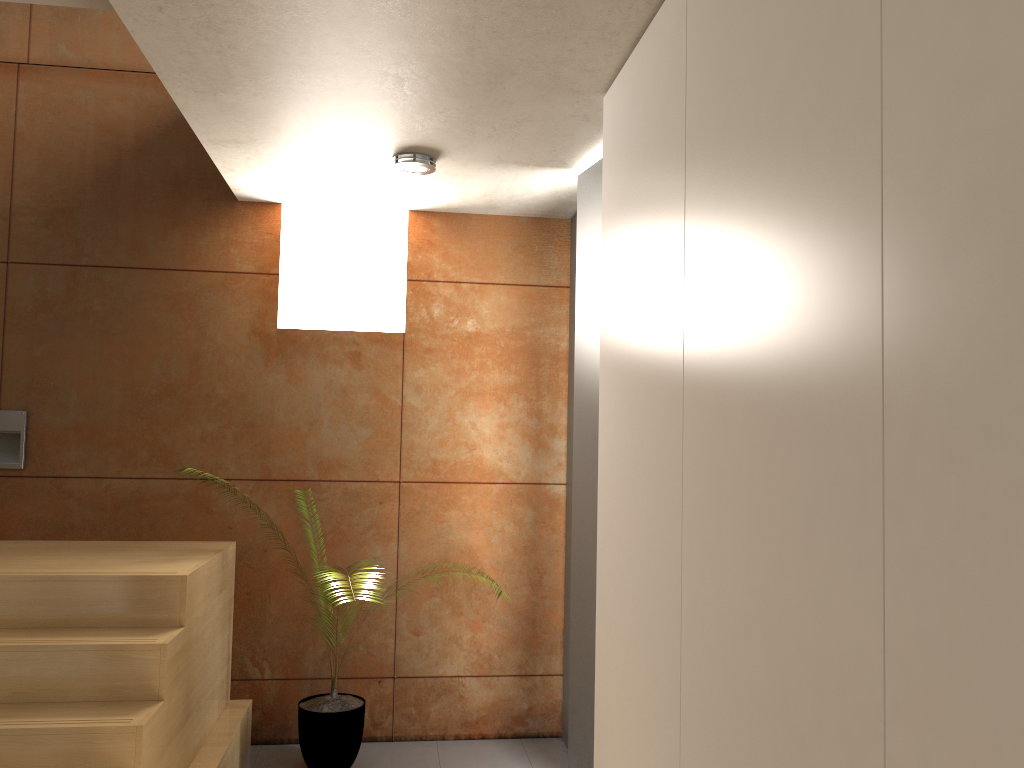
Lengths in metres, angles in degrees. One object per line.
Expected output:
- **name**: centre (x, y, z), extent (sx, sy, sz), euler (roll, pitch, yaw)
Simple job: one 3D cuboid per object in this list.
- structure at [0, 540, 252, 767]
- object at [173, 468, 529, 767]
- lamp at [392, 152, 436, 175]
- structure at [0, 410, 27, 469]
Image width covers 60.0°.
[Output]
- **structure**: centre (-1.991, 1.011, 2.784), extent (1.950, 1.110, 2.400), euler (2, -4, -8)
- **object**: centre (-0.844, 0.938, 1.227), extent (4.200, 1.455, 6.200), euler (2, -4, -8)
- **lamp**: centre (-0.389, -0.873, 3.516), extent (0.173, 0.044, 0.173), euler (1, -3, -3)
- **structure**: centre (-2.313, 0.251, 4.027), extent (0.220, 0.260, 0.096), euler (2, -4, -8)
